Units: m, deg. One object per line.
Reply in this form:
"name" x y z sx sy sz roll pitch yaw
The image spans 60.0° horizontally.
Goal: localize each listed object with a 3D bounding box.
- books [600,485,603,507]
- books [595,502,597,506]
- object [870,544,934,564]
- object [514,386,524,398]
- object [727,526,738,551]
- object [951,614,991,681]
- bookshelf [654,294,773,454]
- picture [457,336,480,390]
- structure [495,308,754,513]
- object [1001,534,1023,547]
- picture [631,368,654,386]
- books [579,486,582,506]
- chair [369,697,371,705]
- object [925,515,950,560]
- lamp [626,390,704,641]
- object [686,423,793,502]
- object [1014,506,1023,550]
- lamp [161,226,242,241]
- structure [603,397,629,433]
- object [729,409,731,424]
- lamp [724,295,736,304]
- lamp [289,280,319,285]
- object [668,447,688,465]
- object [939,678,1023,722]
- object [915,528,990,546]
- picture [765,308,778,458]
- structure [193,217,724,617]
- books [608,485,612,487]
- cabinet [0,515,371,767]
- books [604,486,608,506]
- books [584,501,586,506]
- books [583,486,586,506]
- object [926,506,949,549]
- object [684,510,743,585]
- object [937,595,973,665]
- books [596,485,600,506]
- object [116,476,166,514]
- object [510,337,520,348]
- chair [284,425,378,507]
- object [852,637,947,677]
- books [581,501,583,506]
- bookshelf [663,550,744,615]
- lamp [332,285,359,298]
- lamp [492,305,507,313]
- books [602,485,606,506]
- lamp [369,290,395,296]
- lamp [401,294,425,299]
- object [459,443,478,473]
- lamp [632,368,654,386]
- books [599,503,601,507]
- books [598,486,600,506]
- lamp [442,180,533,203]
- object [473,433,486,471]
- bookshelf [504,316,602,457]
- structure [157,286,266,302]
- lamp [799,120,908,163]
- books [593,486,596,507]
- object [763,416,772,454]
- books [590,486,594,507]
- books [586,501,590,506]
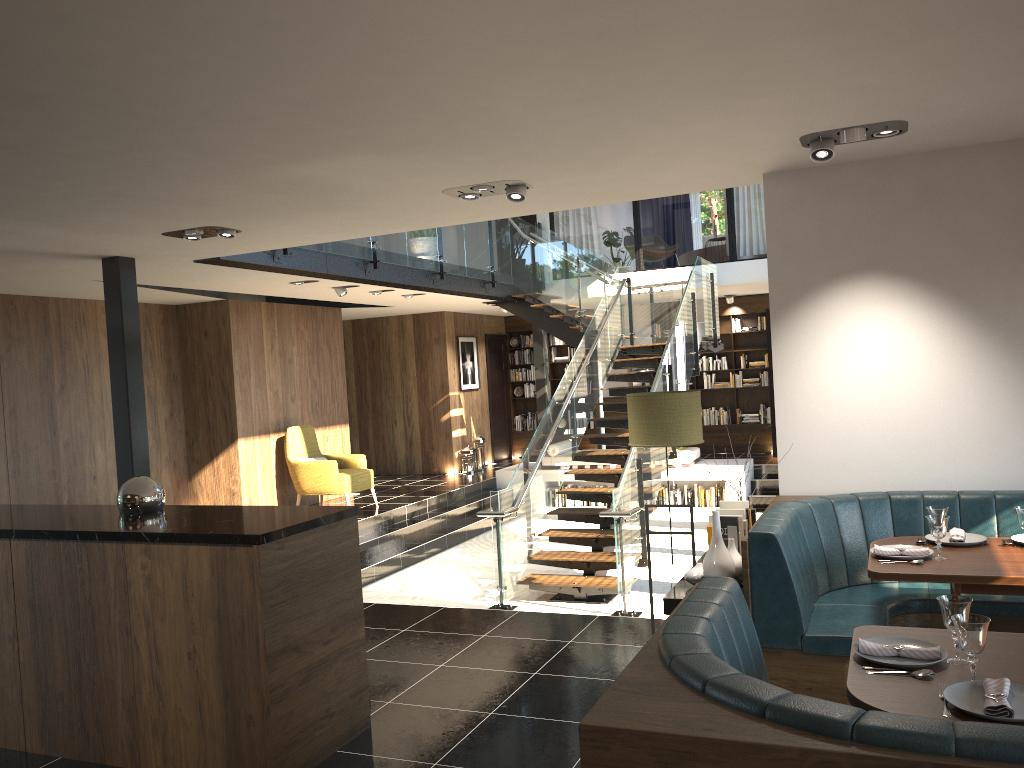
"books" 1.379 1.690 13.426 0.026 0.305 0.187 -3 1 23
"books" 1.293 1.711 13.481 0.029 0.271 0.128 -3 1 23
"object" 1.785 0.767 4.068 0.269 0.051 0.324 -3 1 27
"object" 0.133 0.152 16.915 0.212 0.222 0.082 -3 1 23
"object" 1.130 0.856 4.529 0.047 0.262 0.020 -3 2 23
"object" 1.279 0.746 2.464 0.098 0.192 0.098 -3 1 21
"bookshelf" 3.545 -0.133 15.453 2.090 2.683 0.273 -3 2 23
"picture" -0.742 -0.361 15.270 0.028 0.911 0.748 -3 1 23
"structure" 1.642 0.268 13.663 3.782 3.246 1.148 -3 1 23
"object" 2.475 0.725 4.161 0.325 0.051 0.269 -3 1 27
"picture" 4.295 -0.372 19.101 3.544 0.748 0.035 -3 1 23
"books" 1.050 1.712 13.557 0.020 0.296 0.102 -3 2 23
"chair" -0.991 1.220 4.373 0.412 0.799 0.412 -3 2 33
"object" 1.913 0.690 3.977 0.098 0.192 0.098 -3 1 21
"lamp" 0.997 0.765 5.243 0.637 1.445 0.437 -5 2 -41
"object" 1.266 0.606 5.152 0.607 0.745 0.406 -4 1 -17
"object" 2.360 0.662 4.062 0.098 0.192 0.098 -3 1 21
"lamp" -2.126 -1.090 6.067 0.502 0.195 0.349 -3 1 23
"structure" 3.902 0.673 19.116 6.278 0.982 0.885 -3 1 23
"object" 3.788 0.564 15.397 0.020 0.262 0.047 -3 2 23
"lamp" 3.668 -1.486 14.908 0.195 0.277 0.346 -3 1 23
"lamp" -2.187 -1.127 9.308 0.346 0.158 0.195 -3 1 23
"object" 2.391 1.233 13.405 0.466 0.510 1.166 -3 1 23
"object" 1.288 0.818 2.304 0.325 0.051 0.269 -3 1 27
"object" 2.135 0.743 4.307 0.325 0.051 0.269 -3 1 27
"picture" 1.730 -0.018 5.750 0.028 0.911 0.748 -3 1 23
"structure" 0.194 -0.009 10.146 3.448 4.870 7.275 -3 1 22
"books" 1.487 1.689 13.407 0.036 0.293 0.128 -3 1 23
"cabinet" -2.460 1.206 4.515 3.565 0.994 0.698 -3 1 23
"books" 1.420 1.693 13.408 0.023 0.293 0.157 -3 1 23
"books" 1.140 1.725 13.533 0.019 0.261 0.182 -3 1 23
"books" 1.110 1.714 13.580 0.025 0.285 0.137 -3 1 23
"object" 2.020 0.680 4.204 0.098 0.192 0.098 -3 1 21
"object" 1.014 0.804 4.342 0.319 0.398 0.316 -3 1 -1
"object" 1.335 0.740 2.665 0.098 0.192 0.098 -3 1 21
"books" 1.315 1.692 13.470 0.023 0.308 0.126 -3 2 23
"object" -1.848 0.573 4.422 0.227 0.228 0.227 -4 1 -16
"object" 0.054 -0.791 16.873 0.212 0.222 0.082 -3 1 23
"chair" -2.315 1.063 11.271 1.031 1.098 0.807 -3 1 22
"object" 1.185 0.819 2.718 0.269 0.051 0.324 -3 1 27
"books" 1.089 1.734 13.591 0.026 0.247 0.149 -3 1 23
"bookshelf" 1.154 1.240 4.766 0.356 0.500 1.303 -3 1 23
"lamp" -1.880 -1.109 10.022 0.346 0.247 0.195 -3 1 23
"lamp" -0.170 -1.252 14.014 0.346 0.263 0.195 -3 1 23
"books" 1.398 1.689 13.412 0.020 0.305 0.172 -3 1 23
"lamp" -1.578 -1.171 10.733 0.346 0.177 0.195 -3 1 23
"lamp" -1.273 -1.198 11.446 0.346 0.177 0.195 -3 1 23
"object" -0.718 1.231 14.795 0.262 0.483 0.262 -3 1 23
"lamp" 2.882 -0.101 19.444 0.470 0.726 0.469 -3 1 16
"books" 1.350 1.721 13.422 0.027 0.246 0.193 -3 1 23
"books" 1.334 1.701 13.453 0.025 0.287 0.169 -3 1 23
"lamp" -0.144 -1.180 5.216 0.502 0.231 0.349 -3 1 23
"object" -0.541 1.138 14.965 0.182 0.643 0.182 -3 2 23
"bookshelf" 0.768 0.019 16.647 1.704 2.683 0.273 -3 2 23
"structure" -5.678 0.322 10.193 1.964 3.018 6.658 -3 1 23
"lamp" 1.701 -1.272 4.423 0.502 0.248 0.349 -3 1 23
"books" 1.260 1.702 13.475 0.025 0.293 0.205 -3 1 23
"object" 3.565 0.955 11.008 0.876 1.338 0.830 -3 1 12
"books" 1.228 1.701 13.475 0.033 0.299 0.195 -3 1 23
"books" 1.158 1.713 13.516 0.028 0.283 0.172 -3 1 23
